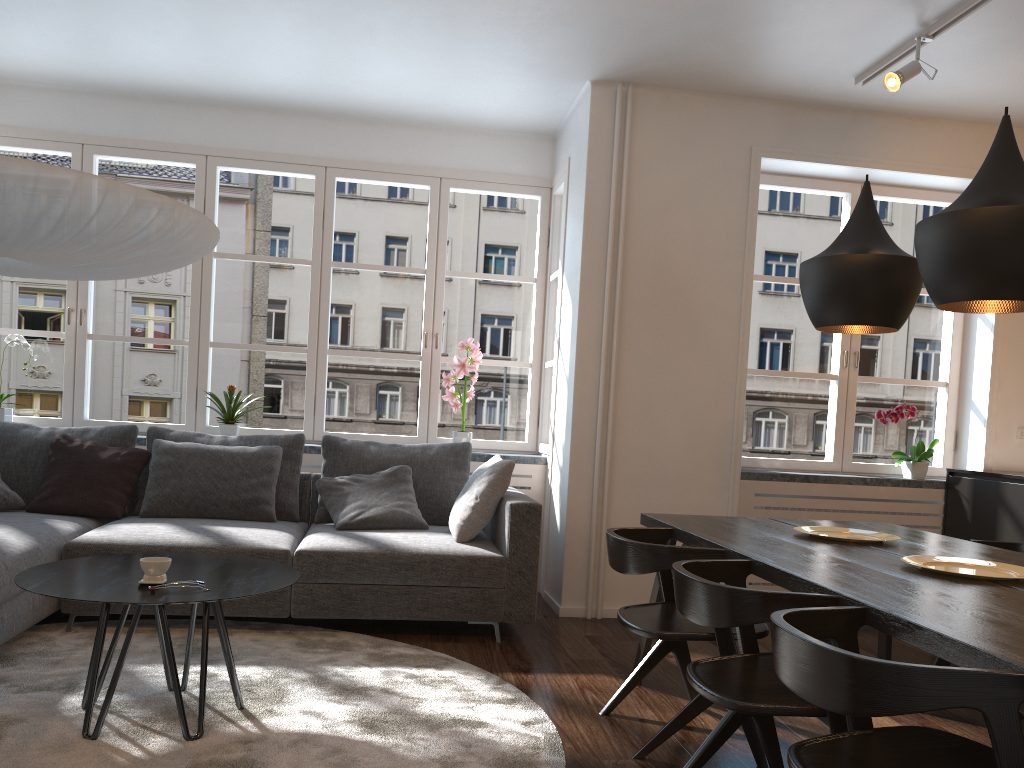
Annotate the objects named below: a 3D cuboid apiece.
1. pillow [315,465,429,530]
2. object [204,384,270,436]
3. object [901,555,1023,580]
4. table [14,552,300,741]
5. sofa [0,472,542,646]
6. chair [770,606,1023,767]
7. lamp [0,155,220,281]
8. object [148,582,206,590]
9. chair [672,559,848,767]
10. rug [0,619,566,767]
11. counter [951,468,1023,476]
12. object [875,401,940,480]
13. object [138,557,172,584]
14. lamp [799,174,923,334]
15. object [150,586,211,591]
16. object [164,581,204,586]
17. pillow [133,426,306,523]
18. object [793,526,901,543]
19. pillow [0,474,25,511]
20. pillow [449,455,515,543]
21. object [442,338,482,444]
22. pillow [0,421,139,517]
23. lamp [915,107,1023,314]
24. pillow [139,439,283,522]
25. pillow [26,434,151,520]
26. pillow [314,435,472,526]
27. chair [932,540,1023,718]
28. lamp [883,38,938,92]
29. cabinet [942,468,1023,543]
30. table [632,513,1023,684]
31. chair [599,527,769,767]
[{"bbox_3d":[-0.724,0.581,4.573,0.493,0.321,0.443,4,-1,-27],"label":"pillow"},{"bbox_3d":[-1.607,0.167,5.132,0.377,0.329,0.322,3,0,-33],"label":"object"},{"bbox_3d":[1.276,0.515,2.465,0.356,0.017,0.355,4,-2,-27],"label":"object"},{"bbox_3d":[-1.131,0.848,2.857,0.847,0.473,0.846,3,-1,-6],"label":"table"},{"bbox_3d":[-1.381,0.773,3.857,3.069,0.673,2.038,3,-2,-8],"label":"sofa"},{"bbox_3d":[0.756,0.812,1.691,0.520,0.672,0.592,3,0,-10],"label":"chair"},{"bbox_3d":[-1.735,-0.498,2.906,1.468,0.210,1.472,2,-2,28],"label":"lamp"},{"bbox_3d":[-1.002,0.603,2.648,0.164,0.016,0.025,5,-1,-33],"label":"object"},{"bbox_3d":[0.668,0.829,2.296,0.520,0.672,0.592,3,0,-8],"label":"chair"},{"bbox_3d":[-1.258,1.069,2.751,2.842,0.012,2.832,4,-2,-28],"label":"rug"},{"bbox_3d":[3.144,0.419,2.478,0.732,0.002,5.056,3,-2,-8],"label":"counter"},{"bbox_3d":[2.230,0.316,4.973,0.406,0.438,0.229,3,1,-32],"label":"object"},{"bbox_3d":[-1.098,0.573,2.696,0.091,0.069,0.139,3,-1,4],"label":"object"},{"bbox_3d":[1.226,-0.460,3.097,0.410,0.542,0.411,3,1,25],"label":"lamp"},{"bbox_3d":[-0.978,0.603,2.613,0.168,0.015,0.015,4,0,-21],"label":"object"},{"bbox_3d":[-1.002,0.608,2.706,0.124,0.010,0.026,5,-2,-42],"label":"object"},{"bbox_3d":[-1.541,0.480,4.703,0.840,0.476,0.276,3,1,-8],"label":"pillow"},{"bbox_3d":[1.180,0.534,3.125,0.356,0.017,0.355,3,-2,-5],"label":"object"},{"bbox_3d":[-2.656,0.439,4.225,0.346,0.360,0.516,3,-1,31],"label":"pillow"},{"bbox_3d":[-0.170,0.566,4.431,0.286,0.415,0.493,3,0,-9],"label":"pillow"},{"bbox_3d":[-0.304,0.066,5.328,0.201,0.692,0.296,2,2,-29],"label":"object"},{"bbox_3d":[-2.400,0.429,4.565,0.836,0.479,0.274,3,1,-8],"label":"pillow"},{"bbox_3d":[1.326,-0.480,2.407,0.411,0.542,0.410,3,1,-32],"label":"lamp"},{"bbox_3d":[-1.536,0.501,4.560,0.667,0.398,0.291,3,1,-8],"label":"pillow"},{"bbox_3d":[-2.126,0.463,4.449,0.521,0.404,0.310,3,1,-6],"label":"pillow"},{"bbox_3d":[-0.637,0.537,4.826,0.837,0.478,0.274,3,1,-8],"label":"pillow"},{"bbox_3d":[1.822,0.924,3.136,0.520,0.672,0.592,3,0,-12],"label":"chair"},{"bbox_3d":[1.703,-1.356,3.782,0.251,0.240,0.085,3,2,-21],"label":"lamp"},{"bbox_3d":[3.119,0.868,2.495,0.733,0.900,5.059,3,-2,-8],"label":"cabinet"},{"bbox_3d":[1.221,0.861,2.456,1.107,0.680,2.498,3,-2,-8],"label":"table"},{"bbox_3d":[0.564,0.848,2.970,0.520,0.672,0.592,3,0,-10],"label":"chair"}]
